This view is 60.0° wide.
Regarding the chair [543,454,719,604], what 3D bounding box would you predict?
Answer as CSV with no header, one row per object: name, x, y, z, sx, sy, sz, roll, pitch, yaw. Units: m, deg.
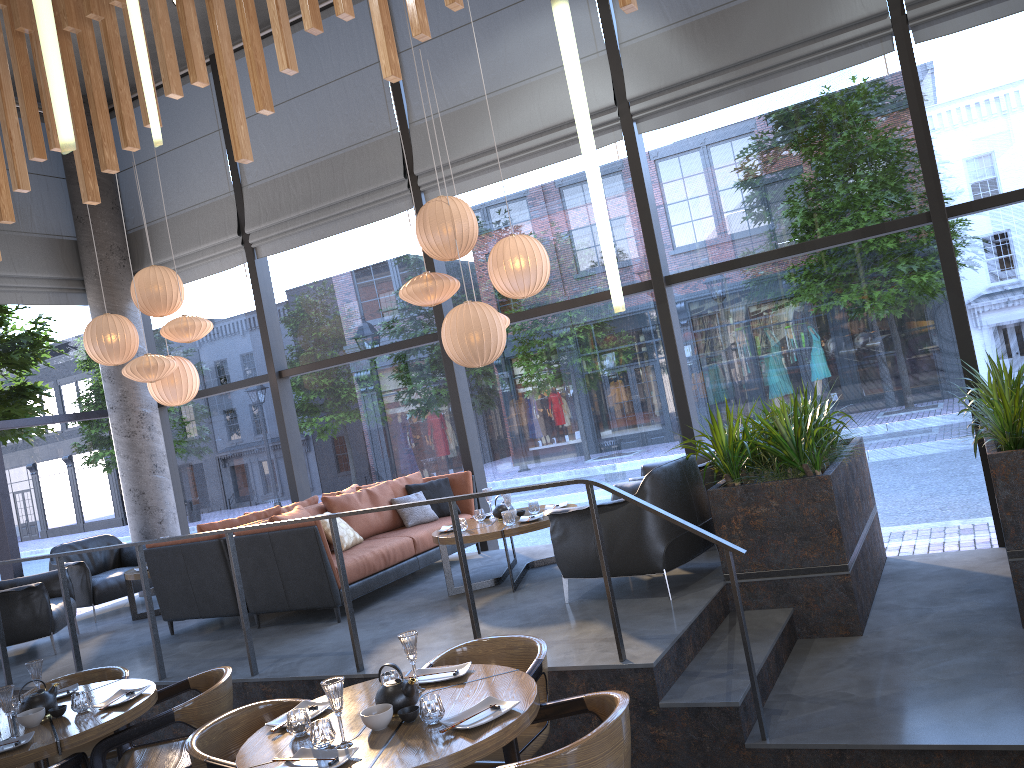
chair,0.783,0.873,5.529,0.833,0.743,1.030,-12,-2,34

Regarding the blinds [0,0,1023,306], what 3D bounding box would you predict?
blinds,-3.627,-2.182,5.678,17.610,2.314,8.760,-10,-1,-19

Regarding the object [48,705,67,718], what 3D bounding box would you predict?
object,-2.122,1.536,4.148,0.080,0.042,0.080,-11,-1,12

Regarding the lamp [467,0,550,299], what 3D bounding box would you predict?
lamp,-0.656,-2.169,3.458,0.468,3.124,6.999,-11,-1,8

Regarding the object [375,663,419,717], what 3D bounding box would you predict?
object,-0.431,1.120,3.270,0.163,0.179,0.168,-11,-1,-9

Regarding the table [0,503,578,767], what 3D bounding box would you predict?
table,-0.045,1.415,3.376,10.659,0.968,6.876,-12,-2,27

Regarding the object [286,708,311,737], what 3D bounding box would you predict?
object,-0.775,1.232,3.220,0.086,0.086,0.086,-10,-2,-38

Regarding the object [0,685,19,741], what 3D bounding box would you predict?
object,-2.226,1.455,3.919,0.082,0.227,0.082,-10,-2,-43

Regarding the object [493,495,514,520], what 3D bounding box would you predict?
object,-0.072,0.915,6.611,0.163,0.179,0.168,-11,-1,-7

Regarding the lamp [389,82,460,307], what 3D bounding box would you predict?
lamp,-0.814,-1.705,6.744,0.467,2.271,0.467,-11,-1,-10

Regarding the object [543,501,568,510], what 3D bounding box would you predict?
object,0.324,0.917,6.598,0.170,0.025,0.294,-11,-1,7

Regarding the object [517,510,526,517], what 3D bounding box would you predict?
object,0.064,0.957,6.542,0.080,0.042,0.080,-11,-1,12

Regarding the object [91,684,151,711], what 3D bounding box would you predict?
object,-1.863,1.496,4.205,0.170,0.025,0.294,-11,-1,7

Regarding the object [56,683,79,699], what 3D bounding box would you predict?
object,-2.378,1.603,4.536,0.294,0.025,0.170,-10,-2,-27

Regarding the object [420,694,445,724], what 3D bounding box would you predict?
object,-0.279,1.134,3.085,0.086,0.086,0.086,-10,-1,-16

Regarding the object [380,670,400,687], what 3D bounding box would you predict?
object,-0.478,1.182,3.494,0.086,0.086,0.086,-11,-1,13

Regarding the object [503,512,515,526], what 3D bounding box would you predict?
object,-0.022,0.942,6.188,0.086,0.086,0.086,-12,-2,31

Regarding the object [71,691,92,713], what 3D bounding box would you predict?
object,-2.024,1.495,4.162,0.086,0.086,0.086,-12,-2,35

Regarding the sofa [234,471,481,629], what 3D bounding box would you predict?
sofa,-1.141,1.248,7.181,0.864,0.811,2.226,-12,-2,27

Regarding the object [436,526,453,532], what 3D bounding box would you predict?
object,-0.456,1.065,6.520,0.170,0.025,0.294,-11,-1,7

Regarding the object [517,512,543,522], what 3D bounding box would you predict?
object,0.131,0.945,6.216,0.170,0.025,0.294,-11,-1,7

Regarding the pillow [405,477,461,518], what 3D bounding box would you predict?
pillow,-0.706,1.022,7.830,0.418,0.345,0.242,-10,-1,-23

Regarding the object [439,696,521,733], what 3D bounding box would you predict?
object,-0.127,1.134,3.019,0.294,0.025,0.170,-10,-2,-44

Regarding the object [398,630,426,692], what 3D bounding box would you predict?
object,-0.389,1.092,3.484,0.082,0.227,0.082,-10,-2,-30

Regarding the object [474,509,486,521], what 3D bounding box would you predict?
object,-0.245,0.999,6.746,0.086,0.086,0.086,-10,-2,-26

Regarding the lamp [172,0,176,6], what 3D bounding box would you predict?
lamp,-2.793,-3.284,7.435,0.300,0.367,0.273,-10,-1,-22

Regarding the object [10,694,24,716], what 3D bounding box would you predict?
object,-2.432,1.578,4.352,0.086,0.086,0.086,-10,-2,-26

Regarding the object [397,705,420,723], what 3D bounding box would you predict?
object,-0.363,1.174,3.140,0.080,0.042,0.080,-10,-2,-39

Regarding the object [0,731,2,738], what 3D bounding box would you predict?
object,-2.294,1.540,3.896,0.086,0.086,0.086,-11,-1,13

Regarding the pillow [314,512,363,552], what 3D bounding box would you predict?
pillow,-1.363,1.129,6.847,0.289,0.311,0.393,-11,-1,7

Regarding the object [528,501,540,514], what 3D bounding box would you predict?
object,0.163,0.916,6.556,0.086,0.086,0.086,-12,-2,31

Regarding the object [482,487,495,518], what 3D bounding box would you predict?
object,-0.171,0.914,6.804,0.082,0.227,0.082,-11,-1,9

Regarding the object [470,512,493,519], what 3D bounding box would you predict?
object,-0.191,1.024,6.929,0.294,0.025,0.170,-10,-2,-27

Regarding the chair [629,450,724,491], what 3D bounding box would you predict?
chair,1.311,0.797,6.585,0.833,0.743,1.030,-11,-1,12

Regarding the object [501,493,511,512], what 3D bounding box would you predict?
object,-0.024,0.872,6.274,0.082,0.227,0.082,-10,-1,-20

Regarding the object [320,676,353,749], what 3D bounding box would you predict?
object,-0.590,1.119,3.016,0.082,0.227,0.082,-11,-1,-4

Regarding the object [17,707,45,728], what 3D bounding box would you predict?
object,-2.205,1.538,4.074,0.116,0.065,0.116,-11,-1,-5

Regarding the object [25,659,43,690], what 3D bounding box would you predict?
object,-2.357,1.493,4.410,0.082,0.227,0.082,-11,-1,9

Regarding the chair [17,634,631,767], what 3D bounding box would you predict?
chair,-0.123,1.495,1.677,9.749,0.759,4.352,-12,-2,28

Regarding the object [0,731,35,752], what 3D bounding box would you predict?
object,-2.207,1.552,3.768,0.294,0.025,0.170,-10,-1,-15

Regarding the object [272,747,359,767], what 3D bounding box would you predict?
object,-0.663,1.234,2.898,0.294,0.025,0.170,-11,-2,24

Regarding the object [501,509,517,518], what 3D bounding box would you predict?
object,-0.018,0.959,6.468,0.116,0.065,0.116,-10,-2,-33

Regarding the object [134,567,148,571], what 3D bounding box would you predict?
object,-3.209,1.625,7.824,0.170,0.025,0.294,-10,-2,-38

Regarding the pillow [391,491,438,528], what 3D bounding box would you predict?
pillow,-0.835,1.074,7.581,0.332,0.263,0.203,-10,-2,-43

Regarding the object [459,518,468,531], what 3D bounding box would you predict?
object,-0.361,1.012,6.364,0.086,0.086,0.086,-12,-2,31

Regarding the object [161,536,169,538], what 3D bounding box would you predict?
object,-3.210,1.532,8.243,0.082,0.227,0.082,-10,-2,-25

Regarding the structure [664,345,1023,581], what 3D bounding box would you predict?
structure,-3.375,1.729,3.433,15.715,1.608,4.306,-10,-2,-25

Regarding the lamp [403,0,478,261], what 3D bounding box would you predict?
lamp,-0.665,-2.091,6.656,0.465,2.374,0.465,-10,-2,-40

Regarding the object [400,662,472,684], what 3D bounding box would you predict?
object,-0.321,1.186,3.606,0.294,0.025,0.170,-11,-1,12

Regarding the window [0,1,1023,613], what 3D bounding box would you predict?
window,-1.739,-0.814,1.582,12.739,5.897,12.900,-12,-2,27

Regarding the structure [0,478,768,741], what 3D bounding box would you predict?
structure,-2.045,-0.007,0.243,11.718,4.117,9.054,-12,-2,27

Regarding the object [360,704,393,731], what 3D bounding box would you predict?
object,-0.473,1.183,3.133,0.116,0.065,0.116,-11,-1,-11

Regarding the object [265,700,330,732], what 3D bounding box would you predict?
object,-0.821,1.277,3.400,0.170,0.025,0.294,-11,-2,24

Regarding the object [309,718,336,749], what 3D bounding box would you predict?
object,-0.653,1.204,3.050,0.086,0.086,0.086,-10,-2,-38

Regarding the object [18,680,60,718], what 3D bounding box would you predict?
object,-2.259,1.494,4.217,0.163,0.179,0.168,-11,-1,-7
